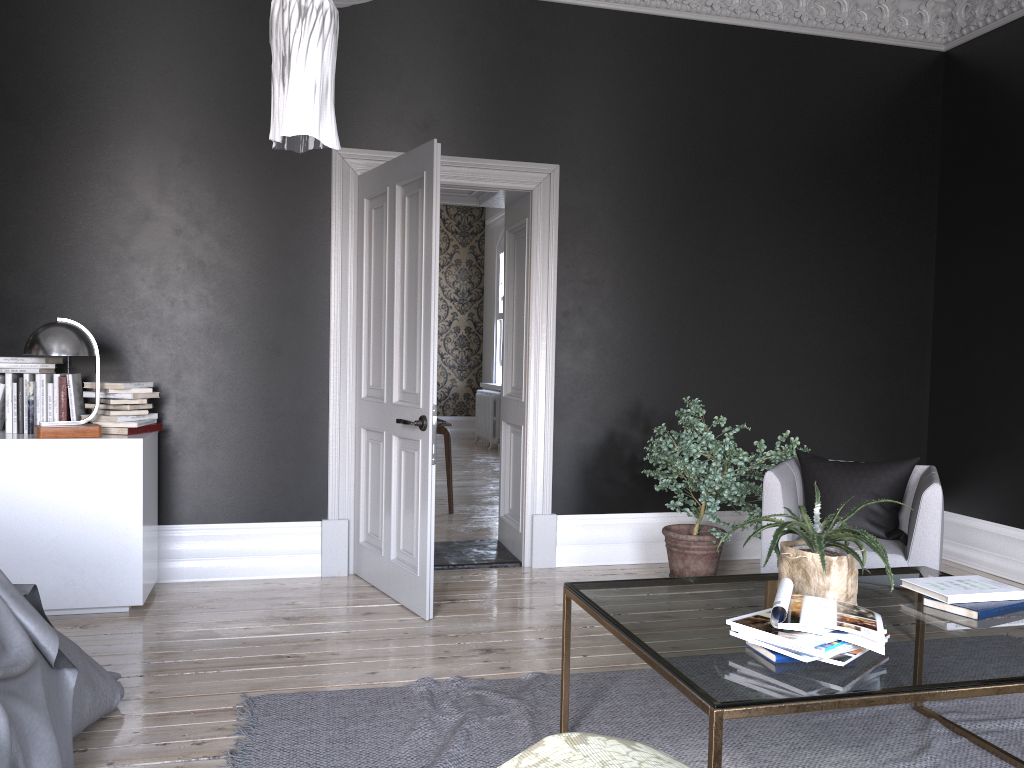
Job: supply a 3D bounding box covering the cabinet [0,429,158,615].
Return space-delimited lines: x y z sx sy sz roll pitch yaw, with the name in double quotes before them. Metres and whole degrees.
"cabinet" -3.074 0.687 4.400 2.396 0.883 0.569 1 3 -15

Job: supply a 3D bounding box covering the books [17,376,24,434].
"books" -2.535 0.106 4.616 0.030 0.290 0.192 0 3 -15

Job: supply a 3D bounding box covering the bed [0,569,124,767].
"bed" -2.518 0.571 1.756 3.283 1.299 2.763 0 2 -26

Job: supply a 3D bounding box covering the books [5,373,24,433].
"books" -2.607 0.095 4.649 0.030 0.307 0.221 0 3 -15

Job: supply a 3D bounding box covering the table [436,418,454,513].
"table" -1.116 0.677 8.207 0.850 0.755 1.794 1 2 -15

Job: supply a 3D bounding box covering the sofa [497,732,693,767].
"sofa" 1.448 0.788 0.529 2.813 1.162 1.604 1 2 -14

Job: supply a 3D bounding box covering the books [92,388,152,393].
"books" -2.097 0.029 4.767 0.220 0.024 0.307 0 2 -40

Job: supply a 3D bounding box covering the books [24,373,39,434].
"books" -2.514 0.097 4.645 0.024 0.307 0.220 0 3 -15

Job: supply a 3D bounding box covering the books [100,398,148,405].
"books" -2.093 0.087 4.744 0.193 0.030 0.289 0 2 -40

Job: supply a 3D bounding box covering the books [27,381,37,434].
"books" -2.479 0.119 4.614 0.029 0.270 0.204 0 3 -15

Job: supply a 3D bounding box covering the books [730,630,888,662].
"books" 0.782 0.667 2.343 0.318 0.011 0.252 0 2 -33

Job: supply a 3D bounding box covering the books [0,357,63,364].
"books" -2.558 -0.126 4.649 0.306 0.030 0.220 1 2 -5

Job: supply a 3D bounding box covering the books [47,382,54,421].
"books" -2.411 0.122 4.675 0.026 0.259 0.195 0 3 -15

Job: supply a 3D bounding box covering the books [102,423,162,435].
"books" -2.060 0.237 4.736 0.234 0.038 0.294 2 2 12

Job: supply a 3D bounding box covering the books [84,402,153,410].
"books" -2.107 0.116 4.752 0.289 0.030 0.193 2 2 17

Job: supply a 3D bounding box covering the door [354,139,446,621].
"door" -0.638 -0.025 4.854 0.216 2.376 1.097 0 3 -27

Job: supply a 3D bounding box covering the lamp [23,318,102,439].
"lamp" -2.233 -0.032 4.403 0.340 0.591 0.328 -1 3 -34

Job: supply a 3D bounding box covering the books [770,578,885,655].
"books" 0.845 0.622 2.376 0.273 0.109 0.322 2 2 20

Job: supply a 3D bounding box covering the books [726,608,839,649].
"books" 0.770 0.635 2.348 0.318 0.011 0.252 0 2 -38

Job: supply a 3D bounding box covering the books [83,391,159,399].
"books" -2.089 0.057 4.749 0.306 0.030 0.220 2 2 15

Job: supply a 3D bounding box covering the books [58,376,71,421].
"books" -2.349 0.105 4.690 0.038 0.296 0.235 0 3 -15

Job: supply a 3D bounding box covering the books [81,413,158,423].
"books" -2.095 0.176 4.741 0.229 0.031 0.318 2 2 15

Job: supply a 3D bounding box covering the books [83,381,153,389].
"books" -2.093 0.004 4.725 0.220 0.030 0.306 1 2 5

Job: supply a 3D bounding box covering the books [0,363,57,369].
"books" -2.551 -0.097 4.625 0.307 0.024 0.220 0 2 -25

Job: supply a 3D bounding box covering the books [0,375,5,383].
"books" -2.690 0.099 4.599 0.126 0.296 0.220 1 3 -15

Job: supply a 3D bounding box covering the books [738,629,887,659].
"books" 0.797 0.656 2.348 0.318 0.011 0.252 0 2 -43

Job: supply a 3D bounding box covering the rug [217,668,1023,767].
"rug" 0.918 1.242 2.837 3.645 0.050 2.104 1 2 -14

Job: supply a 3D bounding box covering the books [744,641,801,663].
"books" 0.758 0.694 2.342 0.231 0.023 0.162 1 2 -14

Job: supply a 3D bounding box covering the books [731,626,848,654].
"books" 0.778 0.645 2.350 0.318 0.011 0.252 0 2 -43

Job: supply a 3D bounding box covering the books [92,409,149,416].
"books" -2.101 0.146 4.748 0.203 0.029 0.268 -1 2 -45

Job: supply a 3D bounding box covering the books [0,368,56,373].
"books" -2.558 -0.072 4.626 0.258 0.026 0.195 1 2 -5

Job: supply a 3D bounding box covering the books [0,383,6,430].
"books" -2.659 0.120 4.610 0.091 0.256 0.195 1 3 -15

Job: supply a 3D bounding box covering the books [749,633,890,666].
"books" 0.821 0.678 2.363 0.252 0.011 0.318 3 2 42

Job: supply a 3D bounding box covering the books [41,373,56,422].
"books" -2.438 0.098 4.665 0.024 0.307 0.220 0 3 -15

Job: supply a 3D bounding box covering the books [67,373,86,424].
"books" -2.307 0.100 4.698 0.050 0.308 0.220 0 3 -15

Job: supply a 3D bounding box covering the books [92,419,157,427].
"books" -2.068 0.206 4.741 0.228 0.025 0.319 1 2 -5

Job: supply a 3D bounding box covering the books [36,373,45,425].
"books" -2.471 0.097 4.685 0.030 0.307 0.221 0 3 -15

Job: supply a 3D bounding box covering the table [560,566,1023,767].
"table" 1.007 0.982 2.690 1.449 0.559 1.091 1 2 -15

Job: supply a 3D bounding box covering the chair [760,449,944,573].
"chair" 1.748 0.797 4.535 0.818 0.863 0.769 2 3 26

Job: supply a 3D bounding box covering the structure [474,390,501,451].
"structure" -0.317 0.525 13.102 0.276 0.849 1.140 1 2 -15

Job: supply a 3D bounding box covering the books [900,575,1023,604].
"books" 1.466 0.665 2.880 0.307 0.024 0.220 1 2 -15

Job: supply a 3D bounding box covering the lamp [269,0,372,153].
"lamp" -0.517 -1.626 2.232 0.783 2.051 0.782 3 3 29

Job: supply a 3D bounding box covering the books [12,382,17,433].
"books" -2.569 0.120 4.634 0.026 0.259 0.195 0 3 -15

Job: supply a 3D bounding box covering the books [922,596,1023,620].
"books" 1.479 0.694 2.817 0.289 0.030 0.193 0 2 -30

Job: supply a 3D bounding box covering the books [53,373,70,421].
"books" -2.389 0.098 4.706 0.030 0.307 0.221 0 3 -15
